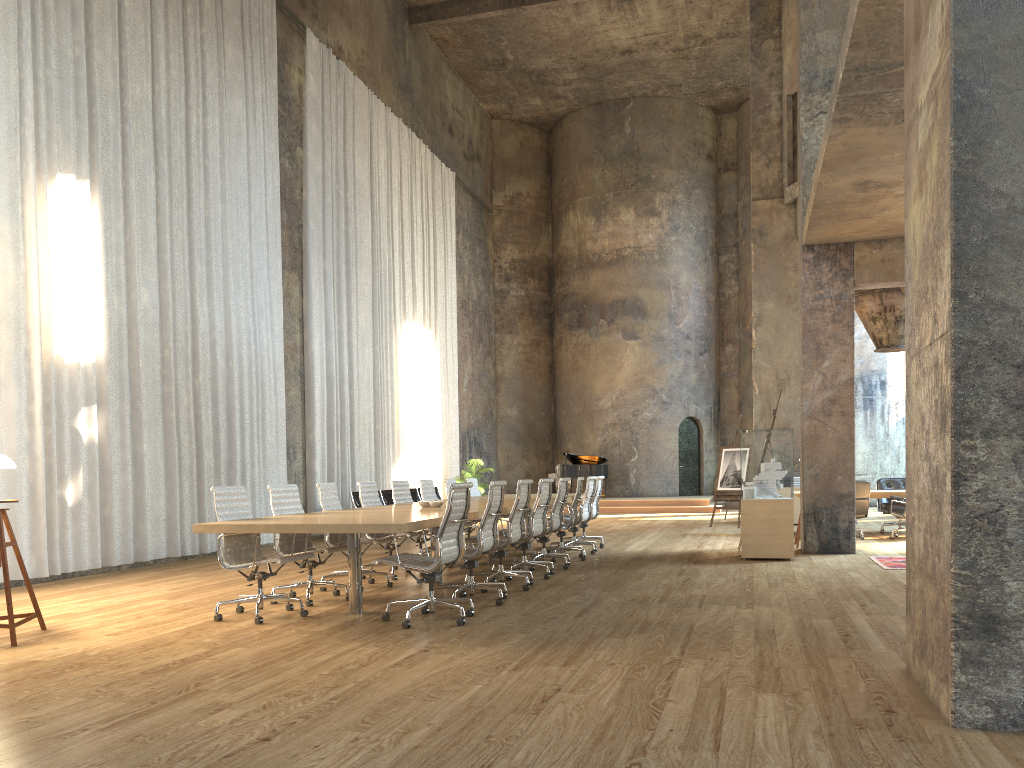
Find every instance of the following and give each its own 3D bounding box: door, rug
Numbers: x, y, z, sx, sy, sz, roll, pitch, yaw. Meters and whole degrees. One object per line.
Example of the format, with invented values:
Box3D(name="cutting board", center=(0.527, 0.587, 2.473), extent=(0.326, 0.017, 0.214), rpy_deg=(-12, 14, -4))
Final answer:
Box3D(name="door", center=(5.083, 2.092, 25.395), extent=(0.902, 2.300, 0.091), rpy_deg=(-1, 2, -27))
Box3D(name="rug", center=(5.273, 1.950, 9.548), extent=(2.464, 0.009, 1.348), rpy_deg=(-3, -6, 15))

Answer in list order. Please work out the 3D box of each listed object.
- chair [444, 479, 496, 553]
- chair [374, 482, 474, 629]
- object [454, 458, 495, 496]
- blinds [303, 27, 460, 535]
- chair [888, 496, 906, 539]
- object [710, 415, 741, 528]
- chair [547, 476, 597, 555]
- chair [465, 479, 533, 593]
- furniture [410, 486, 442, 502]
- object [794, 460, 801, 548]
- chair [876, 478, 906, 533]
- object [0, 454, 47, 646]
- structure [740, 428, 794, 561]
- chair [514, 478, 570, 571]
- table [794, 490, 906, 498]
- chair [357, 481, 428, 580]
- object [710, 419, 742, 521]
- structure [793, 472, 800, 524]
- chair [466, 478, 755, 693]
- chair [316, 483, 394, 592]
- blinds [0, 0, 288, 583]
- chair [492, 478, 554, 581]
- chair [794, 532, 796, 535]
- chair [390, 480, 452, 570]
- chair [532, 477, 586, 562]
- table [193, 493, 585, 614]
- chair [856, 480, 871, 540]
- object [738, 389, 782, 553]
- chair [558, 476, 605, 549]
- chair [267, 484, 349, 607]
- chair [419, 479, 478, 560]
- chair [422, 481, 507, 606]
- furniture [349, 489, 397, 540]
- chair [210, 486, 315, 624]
Box3D(name="chair", center=(-0.567, 1.805, 12.024), extent=(0.699, 1.027, 0.665), rpy_deg=(-1, 0, 19))
Box3D(name="chair", center=(-0.631, 1.242, 6.480), extent=(0.699, 1.027, 0.665), rpy_deg=(-1, 0, 21))
Box3D(name="object", center=(-0.915, 2.534, 21.228), extent=(1.092, 1.458, 1.129), rpy_deg=(-1, -1, 6))
Box3D(name="blinds", center=(-2.396, -1.368, 18.619), extent=(0.275, 8.652, 7.830), rpy_deg=(0, -1, 16))
Box3D(name="chair", center=(5.973, 1.851, 13.013), extent=(0.729, 0.893, 0.822), rpy_deg=(-1, -2, -11))
Box3D(name="object", center=(4.189, 1.642, 16.521), extent=(0.683, 2.150, 0.701), rpy_deg=(-2, 2, -43))
Box3D(name="chair", center=(0.802, 1.749, 11.721), extent=(0.699, 1.027, 0.665), rpy_deg=(-1, 0, 24))
Box3D(name="chair", center=(-0.138, 1.416, 8.279), extent=(0.699, 1.027, 0.665), rpy_deg=(-1, 0, 21))
Box3D(name="furniture", center=(-1.496, 2.494, 17.742), extent=(0.709, 0.841, 1.874), rpy_deg=(-1, -4, 15))
Box3D(name="object", center=(4.190, 1.598, 12.100), extent=(0.571, 1.299, 0.657), rpy_deg=(-1, 0, 15))
Box3D(name="chair", center=(6.359, 1.987, 14.411), extent=(0.730, 0.893, 0.821), rpy_deg=(-1, -2, 16))
Box3D(name="object", center=(-3.480, 1.118, 5.995), extent=(0.657, 1.299, 0.571), rpy_deg=(-1, 1, -42))
Box3D(name="structure", center=(3.084, 1.337, 10.646), extent=(0.594, 1.549, 0.742), rpy_deg=(-1, 1, 15))
Box3D(name="chair", center=(0.332, 1.582, 9.995), extent=(0.699, 1.027, 0.665), rpy_deg=(-1, 0, 21))
Box3D(name="table", center=(5.666, 2.033, 13.816), extent=(2.412, 0.700, 1.106), rpy_deg=(-2, -4, 15))
Box3D(name="chair", center=(-1.278, 1.553, 9.422), extent=(0.699, 1.027, 0.665), rpy_deg=(-1, 0, 21))
Box3D(name="object", center=(4.586, 1.823, 18.371), extent=(0.684, 2.150, 0.700), rpy_deg=(0, 2, 41))
Box3D(name="structure", center=(5.446, 2.197, 16.921), extent=(0.744, 1.016, 0.735), rpy_deg=(-1, -1, 15))
Box3D(name="chair", center=(2.406, 1.767, 12.128), extent=(12.961, 1.031, 31.552), rpy_deg=(-3, -6, 15))
Box3D(name="chair", center=(-1.513, 1.466, 8.520), extent=(0.699, 1.027, 0.665), rpy_deg=(-1, 0, 15))
Box3D(name="blinds", center=(-4.679, -2.174, 10.283), extent=(0.275, 8.652, 7.830), rpy_deg=(0, -1, 16))
Box3D(name="chair", center=(0.097, 1.500, 9.147), extent=(0.699, 1.027, 0.665), rpy_deg=(-1, 0, 24))
Box3D(name="chair", center=(4.168, 2.009, 14.236), extent=(0.821, 0.894, 0.730), rpy_deg=(-1, -1, 12))
Box3D(name="chair", center=(-1.043, 1.635, 10.270), extent=(0.699, 1.027, 0.665), rpy_deg=(-1, 0, 24))
Box3D(name="chair", center=(0.584, 1.669, 10.893), extent=(0.699, 1.027, 0.665), rpy_deg=(-1, 0, 15))
Box3D(name="table", center=(-0.488, 1.706, 9.789), extent=(1.602, 0.758, 7.726), rpy_deg=(-2, -6, 15))
Box3D(name="chair", center=(4.990, 1.894, 13.251), extent=(0.730, 0.893, 0.822), rpy_deg=(-1, -2, 9))
Box3D(name="object", center=(3.294, 1.148, 11.502), extent=(0.685, 2.150, 0.699), rpy_deg=(-1, 1, 14))
Box3D(name="chair", center=(0.996, 1.831, 12.564), extent=(0.699, 1.027, 0.665), rpy_deg=(-1, 0, 21))
Box3D(name="chair", center=(-1.740, 1.386, 7.694), extent=(0.699, 1.027, 0.665), rpy_deg=(-1, 0, 24))
Box3D(name="chair", center=(-0.808, 1.719, 11.138), extent=(0.699, 1.027, 0.665), rpy_deg=(-1, 0, 21))
Box3D(name="chair", center=(-0.379, 1.330, 7.394), extent=(0.699, 1.027, 0.665), rpy_deg=(-1, 0, 19))
Box3D(name="furniture", center=(-2.127, 2.271, 15.439), extent=(0.709, 0.841, 1.874), rpy_deg=(-1, -4, 15))
Box3D(name="chair", center=(-1.940, 1.304, 6.853), extent=(0.699, 1.027, 0.665), rpy_deg=(-1, 0, 21))
